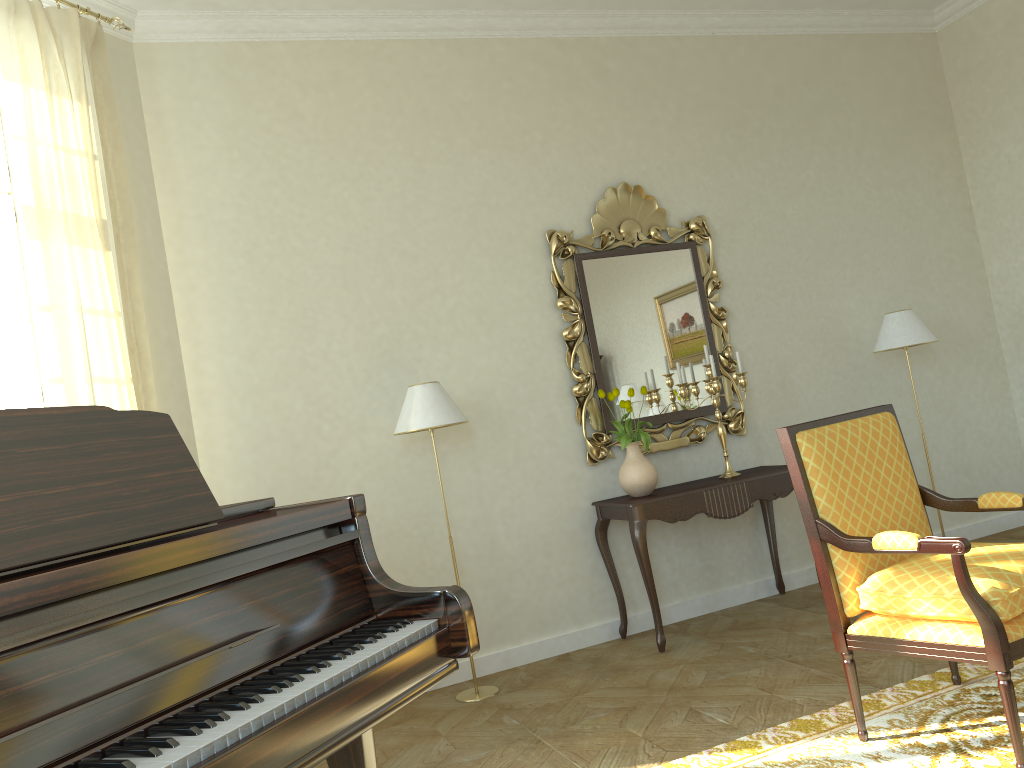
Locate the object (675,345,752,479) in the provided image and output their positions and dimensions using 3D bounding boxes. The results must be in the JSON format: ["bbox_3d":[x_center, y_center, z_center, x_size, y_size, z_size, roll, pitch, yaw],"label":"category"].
[{"bbox_3d":[1.164,0.151,5.023,0.320,0.757,0.320,-8,-4,-40],"label":"object"}]

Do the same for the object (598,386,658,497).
[{"bbox_3d":[0.649,0.307,4.821,0.264,0.609,0.242,-11,-3,10],"label":"object"}]

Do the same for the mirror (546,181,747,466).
[{"bbox_3d":[0.789,-0.406,5.218,1.117,1.612,0.082,-9,-3,-20],"label":"mirror"}]

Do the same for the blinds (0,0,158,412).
[{"bbox_3d":[-1.719,0.028,3.732,0.159,3.381,0.552,-12,-3,28],"label":"blinds"}]

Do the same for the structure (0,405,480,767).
[{"bbox_3d":[-1.206,0.840,1.758,1.856,1.439,1.514,-12,-3,25],"label":"structure"}]

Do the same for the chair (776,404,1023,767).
[{"bbox_3d":[1.475,0.604,3.003,0.730,1.083,0.671,-8,-4,-36],"label":"chair"}]

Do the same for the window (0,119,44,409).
[{"bbox_3d":[-2.448,-0.282,3.362,0.181,2.550,1.400,-12,-3,25],"label":"window"}]

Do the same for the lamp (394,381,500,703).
[{"bbox_3d":[-0.305,0.763,4.394,0.380,1.552,0.380,-9,-3,-25],"label":"lamp"}]

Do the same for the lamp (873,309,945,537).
[{"bbox_3d":[2.529,0.313,5.454,0.381,1.552,0.381,-9,-3,-20],"label":"lamp"}]
